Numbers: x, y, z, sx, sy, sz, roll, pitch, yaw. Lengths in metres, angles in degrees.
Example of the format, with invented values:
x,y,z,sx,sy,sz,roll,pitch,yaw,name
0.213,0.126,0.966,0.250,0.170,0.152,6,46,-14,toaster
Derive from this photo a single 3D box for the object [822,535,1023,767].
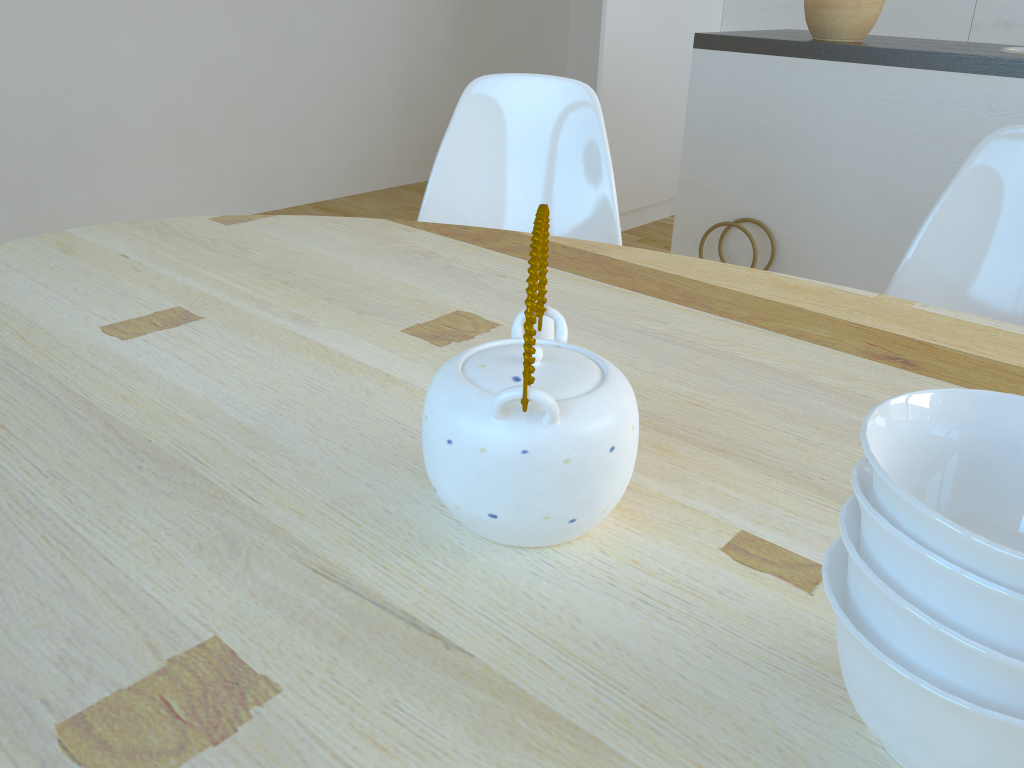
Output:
x,y,z,sx,sy,sz,roll,pitch,yaw,name
0.224,0.141,0.431,0.152,0.081,0.155,-2,25,-10,object

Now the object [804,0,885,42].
x,y,z,sx,sy,sz,roll,pitch,yaw,name
0.850,-0.960,2.280,0.205,0.139,0.209,3,24,1,object

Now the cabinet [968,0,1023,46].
x,y,z,sx,sy,sz,roll,pitch,yaw,name
3.214,-1.276,2.643,3.235,2.250,0.487,21,29,36,cabinet

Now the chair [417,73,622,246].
x,y,z,sx,sy,sz,roll,pitch,yaw,name
-0.025,-0.083,1.634,0.430,0.882,0.534,6,23,9,chair

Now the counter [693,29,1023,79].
x,y,z,sx,sy,sz,roll,pitch,yaw,name
1.596,-0.651,1.891,2.426,0.039,0.608,22,31,36,counter

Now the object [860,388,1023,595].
x,y,z,sx,sy,sz,roll,pitch,yaw,name
0.231,0.073,0.403,0.152,0.085,0.155,-7,26,-20,object

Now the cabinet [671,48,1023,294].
x,y,z,sx,sy,sz,roll,pitch,yaw,name
1.578,-0.221,2.067,2.426,0.890,0.608,22,30,36,cabinet

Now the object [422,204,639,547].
x,y,z,sx,sy,sz,roll,pitch,yaw,name
0.024,-0.013,0.598,0.148,0.207,0.179,20,29,35,object

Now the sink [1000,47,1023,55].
x,y,z,sx,sy,sz,roll,pitch,yaw,name
1.378,-0.709,2.122,0.404,0.153,0.413,-1,25,-8,sink

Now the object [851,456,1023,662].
x,y,z,sx,sy,sz,roll,pitch,yaw,name
0.231,0.097,0.416,0.151,0.093,0.154,-13,28,-30,object

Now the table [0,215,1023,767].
x,y,z,sx,sy,sz,roll,pitch,yaw,name
0.199,0.451,0.701,2.211,0.709,1.209,21,30,35,table

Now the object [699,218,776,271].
x,y,z,sx,sy,sz,roll,pitch,yaw,name
0.442,-0.020,2.019,0.472,0.490,1.213,9,25,16,object

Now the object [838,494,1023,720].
x,y,z,sx,sy,sz,roll,pitch,yaw,name
0.228,0.120,0.423,0.151,0.091,0.155,-2,25,-10,object
